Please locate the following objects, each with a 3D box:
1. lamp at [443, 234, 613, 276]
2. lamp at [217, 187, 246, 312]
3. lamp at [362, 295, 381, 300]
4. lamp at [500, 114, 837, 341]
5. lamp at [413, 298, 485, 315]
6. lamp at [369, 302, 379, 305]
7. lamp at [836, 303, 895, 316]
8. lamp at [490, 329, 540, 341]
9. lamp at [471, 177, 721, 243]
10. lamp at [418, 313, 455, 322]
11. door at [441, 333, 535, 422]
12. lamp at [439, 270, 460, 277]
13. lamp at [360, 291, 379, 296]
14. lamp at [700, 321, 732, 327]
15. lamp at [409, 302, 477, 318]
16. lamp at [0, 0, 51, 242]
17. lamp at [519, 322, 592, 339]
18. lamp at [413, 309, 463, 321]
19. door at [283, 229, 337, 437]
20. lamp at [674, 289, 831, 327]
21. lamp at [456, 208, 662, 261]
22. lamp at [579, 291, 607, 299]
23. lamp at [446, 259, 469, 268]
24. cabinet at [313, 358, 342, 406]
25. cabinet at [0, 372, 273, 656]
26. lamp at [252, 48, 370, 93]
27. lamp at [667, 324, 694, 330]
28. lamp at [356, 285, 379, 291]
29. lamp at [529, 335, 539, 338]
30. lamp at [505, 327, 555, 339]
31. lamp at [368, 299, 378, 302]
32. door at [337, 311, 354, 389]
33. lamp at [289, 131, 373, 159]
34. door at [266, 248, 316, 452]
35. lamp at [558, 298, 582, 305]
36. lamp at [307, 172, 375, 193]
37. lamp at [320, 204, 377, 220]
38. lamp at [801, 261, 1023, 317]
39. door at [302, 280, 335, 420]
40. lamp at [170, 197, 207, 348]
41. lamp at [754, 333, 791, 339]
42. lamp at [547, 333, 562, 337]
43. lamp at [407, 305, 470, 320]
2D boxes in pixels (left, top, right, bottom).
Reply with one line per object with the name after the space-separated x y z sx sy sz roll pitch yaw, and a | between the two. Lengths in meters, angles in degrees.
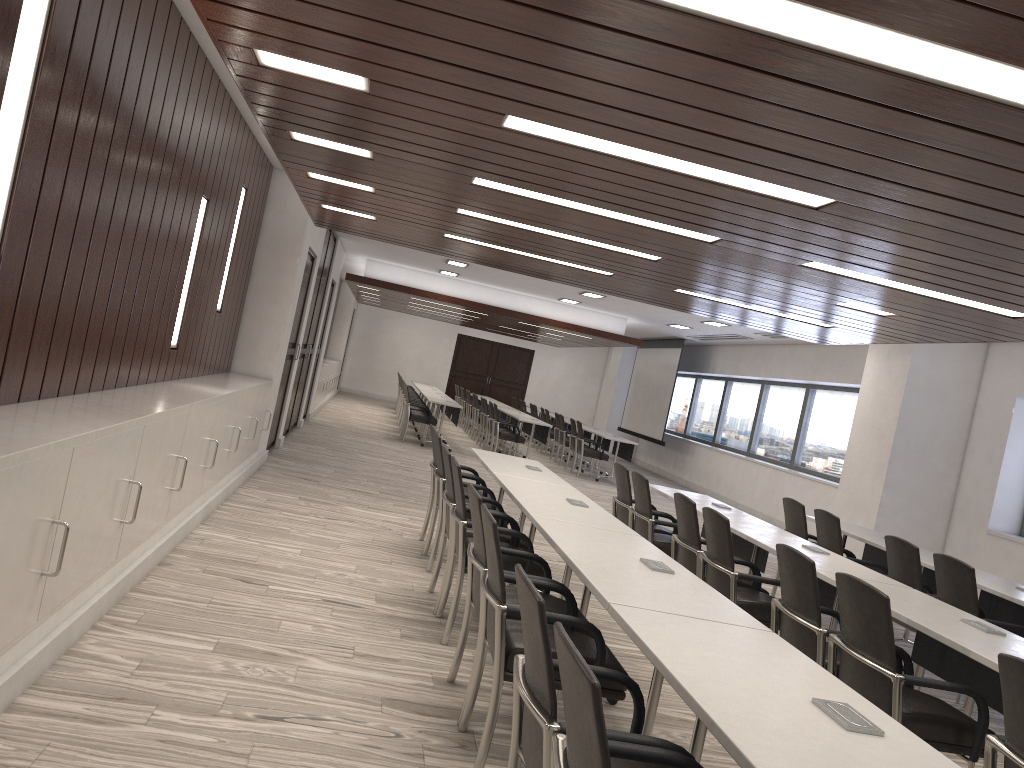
0.154 -1.120 7.535 1.496 0.045 0.236 12 0 -9 | lamp
-2.401 -1.138 7.417 0.094 1.058 0.236 12 0 -9 | lamp
-3.056 -1.902 19.171 0.464 0.045 0.236 12 0 -9 | lamp
2.374 -0.922 10.378 1.469 0.552 14.295 12 0 14 | lamp
-1.153 -1.471 16.571 1.496 0.045 0.236 12 0 -9 | lamp
-3.403 -1.995 21.564 0.464 0.045 0.236 12 0 -9 | lamp
2.628 -0.579 6.580 0.421 0.046 0.236 12 0 -9 | lamp
0.085 -1.246 22.098 1.496 0.045 0.236 12 0 -9 | lamp
0.500 -1.027 5.142 1.496 0.045 0.236 12 0 -9 | lamp
-1.908 -1.674 21.793 1.496 0.045 0.236 12 0 -9 | lamp
-0.694 -0.097 25.954 2.329 2.323 0.200 12 0 -9 | door
-1.057 -1.927 15.040 0.324 0.120 0.519 12 0 -9 | lamp
-2.868 -1.851 17.865 0.464 0.045 0.236 12 0 -9 | lamp
3.220 -0.996 13.965 0.324 0.120 0.519 12 0 -9 | lamp
-1.373 -1.530 18.094 1.496 0.045 0.236 12 0 -9 | lamp
-1.772 -0.968 3.065 0.094 1.058 0.236 12 0 -9 | lamp
0.840 -1.043 16.876 1.496 0.045 0.236 12 0 -9 | lamp
-1.719 -1.623 20.487 1.496 0.045 0.236 12 0 -9 | lamp
-2.793 -0.733 12.103 0.200 2.889 2.327 12 0 -9 | door
2.147 -0.692 7.840 1.496 0.045 0.236 12 0 -9 | lamp
0.343 -1.069 6.230 1.496 0.045 0.236 12 0 -9 | lamp
1.255 -1.417 13.664 0.324 0.120 0.519 12 0 -9 | lamp
-0.812 -1.861 13.348 0.324 0.120 0.519 12 0 -9 | lamp
-4.118 -0.138 19.232 0.476 0.698 7.540 12 0 -9 | cabinet
-2.053 0.417 4.957 0.476 0.698 7.540 12 0 -9 | cabinet
-0.806 -1.297 3.608 0.464 0.045 0.236 12 0 -9 | lamp
2.975 -1.062 15.657 0.324 0.120 0.519 12 0 -9 | lamp
-2.647 -1.792 16.342 0.464 0.045 0.236 12 0 -9 | lamp
0.566 -1.133 20.837 0.421 0.046 0.236 12 0 -9 | lamp
0.431 -1.153 19.705 1.496 0.045 0.236 12 0 -9 | lamp
-3.214 -1.944 20.259 0.464 0.045 0.236 12 0 -9 | lamp
-4.600 -0.926 24.185 0.200 2.323 1.163 12 0 -9 | door
-0.995 -1.347 4.913 0.464 0.045 0.236 12 0 -9 | lamp
-2.547 -0.374 9.992 0.200 2.323 1.163 12 0 -9 | door
1.011 -1.483 15.357 0.324 0.120 0.519 12 0 -9 | lamp
-1.152 -1.390 6.001 0.464 0.045 0.236 12 0 -9 | lamp
-1.341 -1.440 7.306 0.464 0.045 0.236 12 0 -9 | lamp
2.493 -0.599 5.447 1.496 0.045 0.236 12 0 -9 | lamp
-3.158 -0.538 14.215 0.200 2.323 1.163 12 0 -9 | door
-2.279 -0.776 6.114 0.094 1.058 0.236 12 0 -9 | lamp
3.741 -0.611 8.236 1.499 0.552 12.001 12 0 8 | lamp
0.912 -1.040 18.444 0.421 0.046 0.236 12 0 -9 | lamp
-1.562 -1.581 19.400 1.496 0.045 0.236 12 0 -9 | lamp
